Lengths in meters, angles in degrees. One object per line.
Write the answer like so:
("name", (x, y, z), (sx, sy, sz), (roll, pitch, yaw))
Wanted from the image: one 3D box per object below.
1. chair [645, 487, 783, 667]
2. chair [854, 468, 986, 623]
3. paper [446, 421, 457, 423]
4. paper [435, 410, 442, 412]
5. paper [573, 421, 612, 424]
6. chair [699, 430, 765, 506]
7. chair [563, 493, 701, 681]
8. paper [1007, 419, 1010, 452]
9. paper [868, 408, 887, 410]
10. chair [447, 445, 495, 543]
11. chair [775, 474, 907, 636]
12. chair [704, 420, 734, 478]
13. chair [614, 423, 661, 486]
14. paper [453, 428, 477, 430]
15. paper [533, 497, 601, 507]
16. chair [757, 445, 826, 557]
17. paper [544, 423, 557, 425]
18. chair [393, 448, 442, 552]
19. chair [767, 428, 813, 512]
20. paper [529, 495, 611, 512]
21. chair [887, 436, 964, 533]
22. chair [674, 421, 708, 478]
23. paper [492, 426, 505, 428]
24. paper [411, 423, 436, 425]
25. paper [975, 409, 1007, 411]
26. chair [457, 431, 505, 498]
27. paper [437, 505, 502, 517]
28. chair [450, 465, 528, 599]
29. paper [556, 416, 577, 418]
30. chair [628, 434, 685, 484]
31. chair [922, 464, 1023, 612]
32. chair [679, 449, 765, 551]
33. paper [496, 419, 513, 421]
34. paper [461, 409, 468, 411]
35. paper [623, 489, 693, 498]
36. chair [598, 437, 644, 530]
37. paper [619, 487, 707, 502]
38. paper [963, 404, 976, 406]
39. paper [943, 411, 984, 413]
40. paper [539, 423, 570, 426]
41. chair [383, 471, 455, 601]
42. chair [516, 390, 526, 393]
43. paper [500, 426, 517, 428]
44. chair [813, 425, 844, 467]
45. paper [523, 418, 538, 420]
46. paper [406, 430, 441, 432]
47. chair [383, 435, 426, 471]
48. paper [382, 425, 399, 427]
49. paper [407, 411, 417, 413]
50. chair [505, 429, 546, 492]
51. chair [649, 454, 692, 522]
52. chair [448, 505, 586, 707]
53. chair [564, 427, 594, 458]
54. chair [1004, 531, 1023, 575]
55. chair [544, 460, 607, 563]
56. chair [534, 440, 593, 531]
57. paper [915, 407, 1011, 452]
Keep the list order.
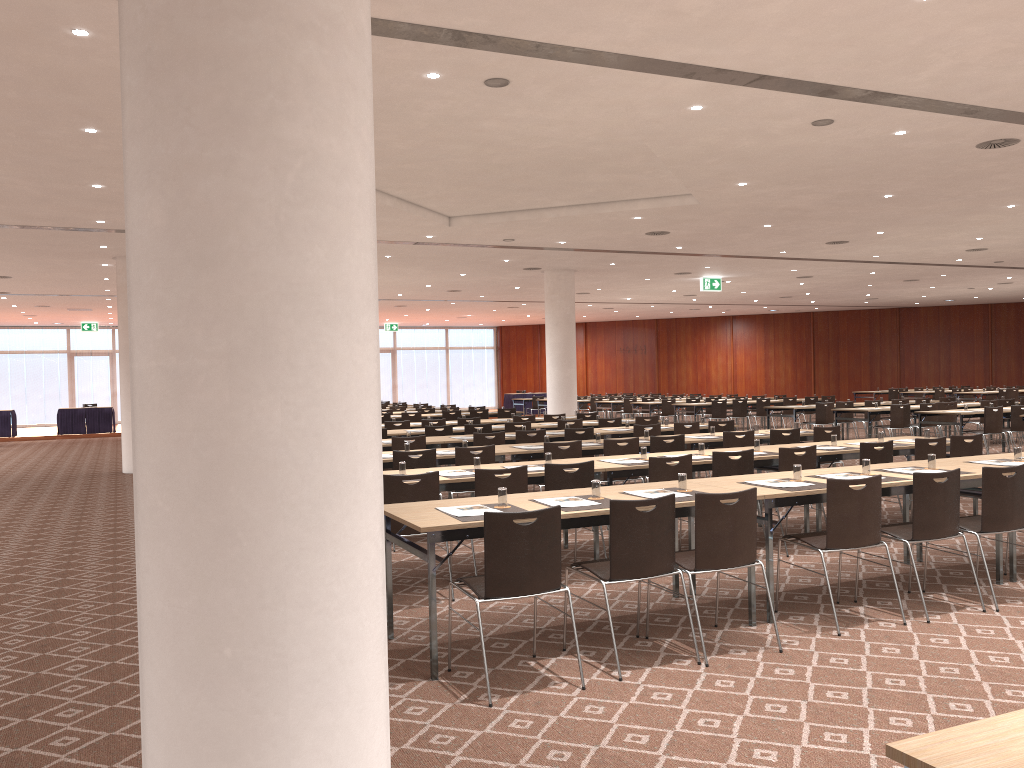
("chair", (1.170, 1.075, 5.231), (0.535, 0.939, 0.613), (-2, 1, -25))
("chair", (2.723, 1.033, 5.958), (0.535, 0.939, 0.613), (-2, 1, -25))
("paper", (-1.057, 0.677, 15.797), (0.283, 0.006, 0.398), (-2, 0, -23))
("paper", (-1.725, 0.653, 21.430), (0.460, 0.003, 0.565), (-2, 0, -24))
("paper", (1.337, 0.633, 14.604), (0.460, 0.003, 0.565), (-2, 0, -25))
("chair", (2.543, 1.003, 10.301), (0.535, 0.939, 0.613), (-2, 1, -23))
("chair", (0.660, 1.089, 5.042), (0.535, 0.939, 0.613), (-2, 1, -27))
("paper", (10.405, 0.819, 16.590), (2.267, 0.833, 0.953), (-2, 1, -24))
("paper", (6.965, 0.479, 17.079), (0.460, 0.003, 0.565), (-2, 1, -26))
("chair", (-0.428, 1.084, 8.982), (0.535, 0.939, 0.613), (-2, 1, -26))
("chair", (2.102, 1.049, 5.729), (0.535, 0.939, 0.613), (-2, 1, -21))
("chair", (2.887, 0.977, 12.596), (0.535, 0.939, 0.613), (-2, 1, -22))
("chair", (1.764, 1.007, 12.097), (0.535, 0.939, 0.613), (-2, 1, -24))
("paper", (-0.744, 0.690, 13.645), (0.460, 0.003, 0.565), (-2, 0, -22))
("paper", (0.336, 0.725, 5.464), (0.283, 0.006, 0.398), (-2, 0, -21))
("chair", (2.483, 1.022, 8.040), (0.535, 0.939, 0.613), (-2, 1, -25))
("paper", (0.657, 0.648, 14.331), (0.283, 0.006, 0.398), (-2, 0, -23))
("chair", (-0.988, 1.100, 8.687), (0.535, 0.939, 0.613), (-2, 1, -23))
("chair", (3.124, 0.988, 10.475), (0.535, 0.939, 0.613), (-2, 1, -23))
("paper", (0.418, 0.727, 5.431), (0.460, 0.003, 0.565), (-2, 0, -22))
("chair", (3.976, 0.981, 8.703), (0.535, 0.939, 0.613), (-2, 1, -26))
("chair", (2.355, 0.991, 12.406), (0.535, 0.939, 0.613), (-2, 1, -26))
("paper", (-0.244, 0.672, 13.946), (0.283, 0.006, 0.398), (-2, 0, -25))
("paper", (-1.561, 0.695, 15.501), (0.460, 0.003, 0.565), (-2, 0, -25))
("paper", (8.385, 0.458, 15.544), (0.460, 0.003, 0.565), (-2, 0, -24))
("chair", (-0.344, 1.065, 11.161), (0.535, 0.939, 0.613), (-2, 1, -26))
("paper", (-0.250, 0.741, 5.207), (0.283, 0.006, 0.398), (-2, 0, -24))
("chair", (-0.136, 1.094, 6.839), (0.535, 0.939, 0.613), (-2, 1, -24))
("paper", (1.078, 0.623, 16.674), (0.460, 0.003, 0.565), (-2, 0, -23))
("chair", (1.654, 1.028, 9.860), (0.535, 0.939, 0.613), (-2, 1, -21))
("chair", (3.295, 1.017, 6.174), (0.535, 0.939, 0.613), (-2, 1, -23))
("chair", (1.856, 1.039, 7.808), (0.535, 0.939, 0.613), (-2, 1, -23))
("paper", (-0.077, 0.655, 16.151), (0.460, 0.003, 0.565), (-2, 0, -23))
("paper", (-1.118, 0.636, 21.684), (0.460, 0.003, 0.565), (-2, 0, -22))
("paper", (0.938, 0.708, 5.736), (0.283, 0.006, 0.398), (-2, 0, -22))
("chair", (1.108, 1.043, 9.580), (0.535, 0.939, 0.613), (-2, 1, -23))
("paper", (1.032, 0.710, 5.691), (0.460, 0.003, 0.565), (-2, 1, -26))
("paper", (9.086, 0.422, 18.001), (0.460, 0.003, 0.565), (-2, 0, -23))
("paper", (7.806, 0.474, 15.252), (0.460, 0.003, 0.565), (-2, 0, -25))
("paper", (0.739, 0.650, 14.308), (0.460, 0.003, 0.565), (-2, 0, -25))
("chair", (-0.788, 1.111, 6.588), (0.535, 0.939, 0.613), (-2, 1, -23))
("chair", (0.446, 0.727, 35.500), (0.535, 0.939, 0.614), (-2, 1, -24))
("paper", (-0.172, 0.675, 13.922), (0.460, 0.003, 0.565), (-2, 0, -25))
("chair", (3.710, 0.971, 10.773), (0.535, 0.939, 0.613), (-2, 1, -27))
("paper", (0.518, 0.639, 16.393), (0.460, 0.003, 0.565), (-2, 0, -20))
("paper", (-1.324, 0.706, 13.388), (0.460, 0.003, 0.565), (-2, 1, -27))
("chair", (-1.299, 1.091, 10.783), (0.535, 0.939, 0.613), (-2, 1, -26))
("paper", (-2.160, 0.712, 15.218), (0.460, 0.003, 0.565), (-2, 0, -20))
("paper", (-2.307, 0.669, 21.160), (0.460, 0.003, 0.565), (-2, 0, -23))
("chair", (0.178, 1.050, 11.439), (0.535, 0.939, 0.613), (-2, 1, -26))
("chair", (1.245, 1.056, 7.452), (0.535, 0.939, 0.613), (-2, 1, -26))
("chair", (0.001, 1.107, 4.712), (0.535, 0.939, 0.613), (-2, 1, -24))
("chair", (0.812, 1.034, 11.637), (0.535, 0.939, 0.613), (-2, 1, -25))
("chair", (4.134, 0.994, 6.631), (0.535, 0.939, 0.613), (-2, 1, -22))
("chair", (0.399, 1.079, 7.115), (0.535, 0.939, 0.613), (-2, 1, -23))
("chair", (0.477, 1.060, 9.337), (0.535, 0.939, 0.613), (-2, 1, -22))
("paper", (8.331, 0.876, 15.669), (2.267, 0.833, 0.953), (-2, 1, -24))
